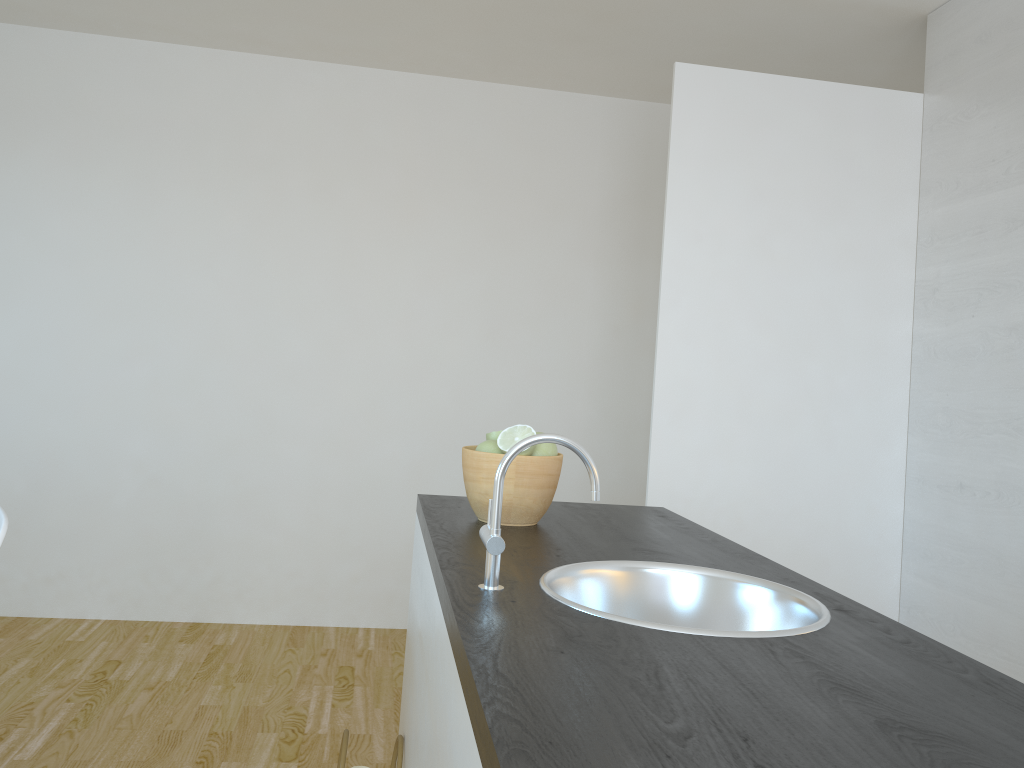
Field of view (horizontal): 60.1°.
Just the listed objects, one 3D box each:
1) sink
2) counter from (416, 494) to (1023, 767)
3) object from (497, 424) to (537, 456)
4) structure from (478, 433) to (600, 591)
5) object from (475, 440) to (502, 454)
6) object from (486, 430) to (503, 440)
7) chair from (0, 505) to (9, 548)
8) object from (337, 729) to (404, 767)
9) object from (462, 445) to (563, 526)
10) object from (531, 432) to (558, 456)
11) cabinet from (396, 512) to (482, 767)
[{"bbox_3d":[0.233,0.371,1.250,0.404,0.157,0.403,4,0,33],"label":"sink"},{"bbox_3d":[0.250,0.321,0.937,0.600,0.040,2.398,4,0,-9],"label":"counter"},{"bbox_3d":[0.010,0.115,1.724,0.077,0.072,0.073,4,-1,16],"label":"object"},{"bbox_3d":[0.037,0.175,1.257,0.162,0.216,0.096,4,-3,-8],"label":"structure"},{"bbox_3d":[-0.033,0.155,1.773,0.081,0.086,0.098,6,-2,-44],"label":"object"},{"bbox_3d":[-0.014,0.127,1.850,0.086,0.065,0.084,4,-1,4],"label":"object"},{"bbox_3d":[-1.284,0.685,1.630,0.521,0.904,0.430,6,-3,-38],"label":"chair"},{"bbox_3d":[-0.728,0.933,1.552,1.186,0.503,0.471,4,-1,-31],"label":"object"},{"bbox_3d":[-0.004,0.206,1.786,0.206,0.142,0.204,3,-1,43],"label":"object"},{"bbox_3d":[0.048,0.146,1.786,0.086,0.099,0.101,4,-1,12],"label":"object"},{"bbox_3d":[0.216,0.796,0.910,0.600,0.912,2.398,5,0,-9],"label":"cabinet"}]
